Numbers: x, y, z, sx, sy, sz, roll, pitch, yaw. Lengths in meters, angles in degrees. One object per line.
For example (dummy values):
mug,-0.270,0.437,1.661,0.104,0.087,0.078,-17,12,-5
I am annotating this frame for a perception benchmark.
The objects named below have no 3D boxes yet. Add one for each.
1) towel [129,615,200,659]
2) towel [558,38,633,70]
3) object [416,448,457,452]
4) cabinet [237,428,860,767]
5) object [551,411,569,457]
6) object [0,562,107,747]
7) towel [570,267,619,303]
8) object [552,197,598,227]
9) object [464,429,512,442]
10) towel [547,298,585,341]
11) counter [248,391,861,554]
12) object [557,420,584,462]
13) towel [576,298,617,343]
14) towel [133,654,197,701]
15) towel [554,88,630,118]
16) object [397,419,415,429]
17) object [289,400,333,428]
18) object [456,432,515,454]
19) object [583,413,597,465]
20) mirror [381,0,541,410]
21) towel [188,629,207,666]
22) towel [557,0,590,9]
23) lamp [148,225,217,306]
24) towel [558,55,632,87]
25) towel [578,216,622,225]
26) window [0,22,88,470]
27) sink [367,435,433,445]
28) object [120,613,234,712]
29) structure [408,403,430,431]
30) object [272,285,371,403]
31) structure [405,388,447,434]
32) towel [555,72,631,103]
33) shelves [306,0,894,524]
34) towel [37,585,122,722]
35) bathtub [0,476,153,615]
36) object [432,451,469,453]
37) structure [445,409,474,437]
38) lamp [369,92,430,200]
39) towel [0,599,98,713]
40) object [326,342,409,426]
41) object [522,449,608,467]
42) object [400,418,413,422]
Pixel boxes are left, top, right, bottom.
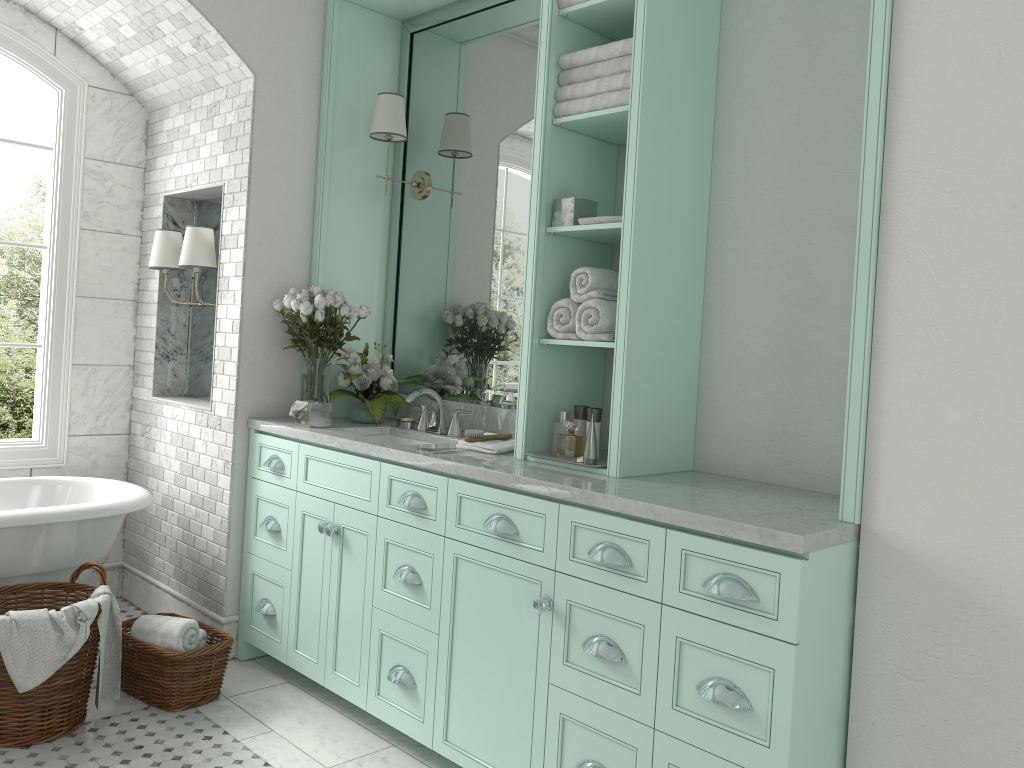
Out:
towel,-1.445,1.066,3.691,0.321,0.211,0.149,4,1,28
towel,0.479,-1.185,3.334,0.494,0.062,0.401,1,4,-44
object,-0.298,0.251,3.435,0.075,0.007,0.175,5,3,37
cabinet,-0.021,0.860,3.458,0.862,1.097,2.802,2,3,-45
object,0.189,0.186,3.279,0.035,0.170,0.093,3,1,-45
object,-1.837,1.021,3.394,0.518,0.570,0.520,3,1,-13
towel,0.355,-0.356,3.283,0.298,0.142,0.169,1,3,-45
object,0.234,-0.630,3.297,0.122,0.105,0.118,2,2,-39
object,-0.091,0.208,3.583,0.228,0.044,0.068,2,3,-35
towel,0.283,-0.238,3.329,0.311,0.163,0.153,1,3,-45
counter,0.031,0.226,3.469,0.823,0.181,2.812,1,4,-44
object,0.212,0.203,3.195,0.063,0.147,0.093,3,1,-40
towel,0.378,-0.226,3.228,0.304,0.159,0.160,1,3,-45
towel,-1.448,1.215,3.713,0.311,0.163,0.153,5,2,35
towel,0.463,-1.004,3.330,0.493,0.068,0.401,1,4,-44
object,-0.502,0.188,4.188,0.079,0.035,0.134,2,3,-26
object,-0.915,0.133,4.006,0.136,0.113,0.147,5,2,41
object,-0.094,0.239,3.562,0.317,0.056,0.239,6,4,42
object,0.279,0.194,3.124,0.049,0.179,0.050,3,1,-42
mirror,-0.127,-0.873,4.126,0.015,1.932,1.438,3,1,-45
towel,-1.457,1.106,3.832,0.313,0.186,0.164,4,1,15
towel,0.475,-1.424,3.325,0.494,0.106,0.399,1,4,-44
lamp,-1.640,-0.600,4.565,0.308,0.383,0.548,2,2,-45
towel,0.482,-1.127,3.343,0.494,0.068,0.401,1,4,-44
towel,0.426,-0.581,3.214,0.239,0.056,0.316,6,4,42
window,-3.019,-0.729,4.158,1.829,2.323,0.118,2,1,-45
sink,-0.497,0.292,3.868,0.346,0.079,0.603,1,4,-44
object,-1.457,1.181,3.778,0.551,0.261,0.345,5,2,36
structure,-0.439,0.152,4.124,0.157,0.121,0.083,4,1,29
object,-0.918,-0.137,4.181,0.391,0.653,0.356,3,1,-33
structure,-0.376,0.121,3.963,0.103,0.205,0.234,4,2,35
towel,0.470,-1.064,3.335,0.493,0.068,0.401,1,4,-45
shelves,0.174,-0.786,3.537,0.464,2.123,2.813,3,2,-45
towel,-1.780,1.040,3.402,0.460,0.469,0.383,3,1,-5
bathtub,-2.626,0.865,3.667,2.163,0.757,0.943,1,3,-45
object,-0.234,0.257,3.360,0.167,0.005,0.020,1,3,-40
structure,-0.222,0.174,3.932,0.157,0.121,0.083,4,1,29
lamp,-0.563,-1.164,4.378,0.183,0.487,0.308,4,1,44
towel,-1.772,1.022,3.326,0.399,0.438,0.484,2,2,-44
object,-0.694,-0.006,4.316,0.394,0.402,0.453,2,2,-43
object,0.309,0.274,3.289,0.438,0.008,0.350,1,4,-44
object,-0.494,0.169,4.170,0.051,0.022,0.077,2,3,-24
